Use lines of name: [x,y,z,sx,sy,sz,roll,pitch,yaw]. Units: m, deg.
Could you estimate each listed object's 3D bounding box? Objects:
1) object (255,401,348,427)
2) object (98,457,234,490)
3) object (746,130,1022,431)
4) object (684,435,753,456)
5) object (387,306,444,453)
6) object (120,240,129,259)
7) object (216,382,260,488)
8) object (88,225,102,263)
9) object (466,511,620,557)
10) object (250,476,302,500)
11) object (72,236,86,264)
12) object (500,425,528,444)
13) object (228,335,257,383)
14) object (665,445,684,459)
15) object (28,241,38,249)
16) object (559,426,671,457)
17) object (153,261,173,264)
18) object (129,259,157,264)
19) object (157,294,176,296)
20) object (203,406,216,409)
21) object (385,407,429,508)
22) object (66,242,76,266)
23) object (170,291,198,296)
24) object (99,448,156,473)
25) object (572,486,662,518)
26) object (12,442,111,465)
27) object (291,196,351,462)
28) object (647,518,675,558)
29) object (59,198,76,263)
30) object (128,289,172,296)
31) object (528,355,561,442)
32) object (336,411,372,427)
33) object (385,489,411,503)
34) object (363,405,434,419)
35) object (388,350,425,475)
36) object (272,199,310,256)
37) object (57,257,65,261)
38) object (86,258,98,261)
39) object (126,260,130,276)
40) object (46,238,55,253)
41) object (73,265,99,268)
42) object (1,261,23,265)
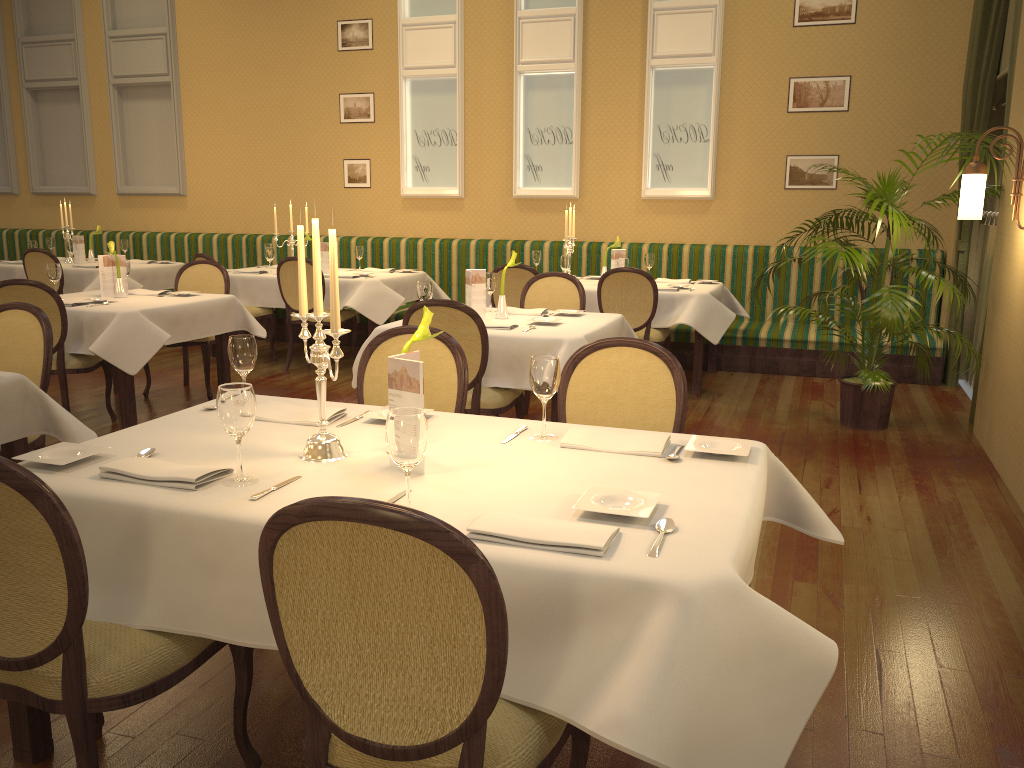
object: [-0.649,0.089,2.661,0.273,0.033,0.142,4,12,19]
object: [-0.816,0.205,2.096,0.273,0.033,0.142,4,12,19]
object: [2.268,-0.592,5.464,1.552,1.807,1.496,0,12,0]
object: [0.543,0.171,2.324,0.160,0.024,0.160,4,12,19]
object: [-0.258,-0.012,2.309,0.076,0.375,0.163,10,15,40]
object: [-3.963,-1.362,9.080,0.088,0.229,0.088,-4,13,-22]
object: [-0.629,0.116,2.035,0.088,0.229,0.088,-4,13,-22]
object: [-4.228,-1.417,8.979,0.163,0.375,0.076,1,12,1]
object: [0.063,0.288,1.742,0.273,0.024,0.142,4,12,19]
object: [-0.534,0.232,2.017,0.017,0.010,0.185,4,12,19]
object: [-4.313,-1.332,8.812,0.081,0.277,0.166,-1,12,-9]
object: [0.007,0.141,2.481,0.017,0.010,0.185,5,12,20]
object: [-0.835,-0.035,2.760,0.088,0.229,0.088,-4,13,-22]
object: [0.431,0.176,2.316,0.038,0.015,0.181,5,12,20]
object: [-4.681,-1.284,8.676,0.088,0.229,0.088,-4,13,-22]
object: [0.278,0.154,2.382,0.273,0.033,0.142,4,12,19]
object: [-3.510,-1.229,8.965,0.160,0.024,0.160,4,12,19]
object: [-3.774,-1.246,9.024,0.273,0.033,0.142,4,12,19]
object: [-2.332,-0.603,5.993,0.038,0.015,0.181,5,12,20]
object: [-0.917,0.062,2.815,0.038,0.015,0.181,5,12,20]
object: [-0.212,0.167,1.802,0.088,0.229,0.088,-4,13,-22]
object: [-4.221,-1.246,8.509,0.088,0.229,0.088,-4,13,-22]
object: [-2.220,-0.608,6.001,0.160,0.024,0.160,4,12,19]
object: [-0.953,0.189,2.200,0.038,0.015,0.181,5,12,20]
object: [0.224,0.259,1.883,0.160,0.024,0.160,4,12,19]
object: [-1.116,0.182,2.204,0.160,0.024,0.160,4,12,19]
object: [-0.480,-0.133,2.211,0.131,0.655,0.390,-3,12,-15]
object: [0.286,0.297,1.722,0.038,0.015,0.181,5,12,20]
object: [-4.504,-1.560,8.985,0.390,0.655,0.131,10,15,38]
object: [-2.485,-0.625,6.060,0.273,0.033,0.142,4,12,19]
object: [0.089,0.038,2.439,0.088,0.229,0.088,-4,13,-22]
object: [-0.469,0.103,2.643,0.017,0.010,0.185,5,12,20]
object: [-0.264,0.253,1.924,0.017,0.010,0.185,4,12,19]
object: [-0.336,0.098,2.644,0.160,0.024,0.160,4,12,19]
object: [-0.261,0.068,2.171,0.081,0.277,0.166,-1,12,-9]
object: [-2.003,-1.352,8.071,0.131,0.655,0.390,8,14,33]
object: [-4.702,-1.310,9.302,0.273,0.033,0.142,4,12,19]
object: [-4.388,-1.302,9.285,0.160,0.024,0.160,4,12,19]
object: [-2.674,-0.741,6.116,0.088,0.229,0.088,-6,13,-28]
object: [-4.887,-1.435,9.401,0.088,0.229,0.088,-4,13,-22]
object: [-3.990,-1.112,8.384,0.273,0.024,0.142,4,12,19]
object: [-4.868,-1.195,8.737,0.273,0.033,0.142,4,12,19]
